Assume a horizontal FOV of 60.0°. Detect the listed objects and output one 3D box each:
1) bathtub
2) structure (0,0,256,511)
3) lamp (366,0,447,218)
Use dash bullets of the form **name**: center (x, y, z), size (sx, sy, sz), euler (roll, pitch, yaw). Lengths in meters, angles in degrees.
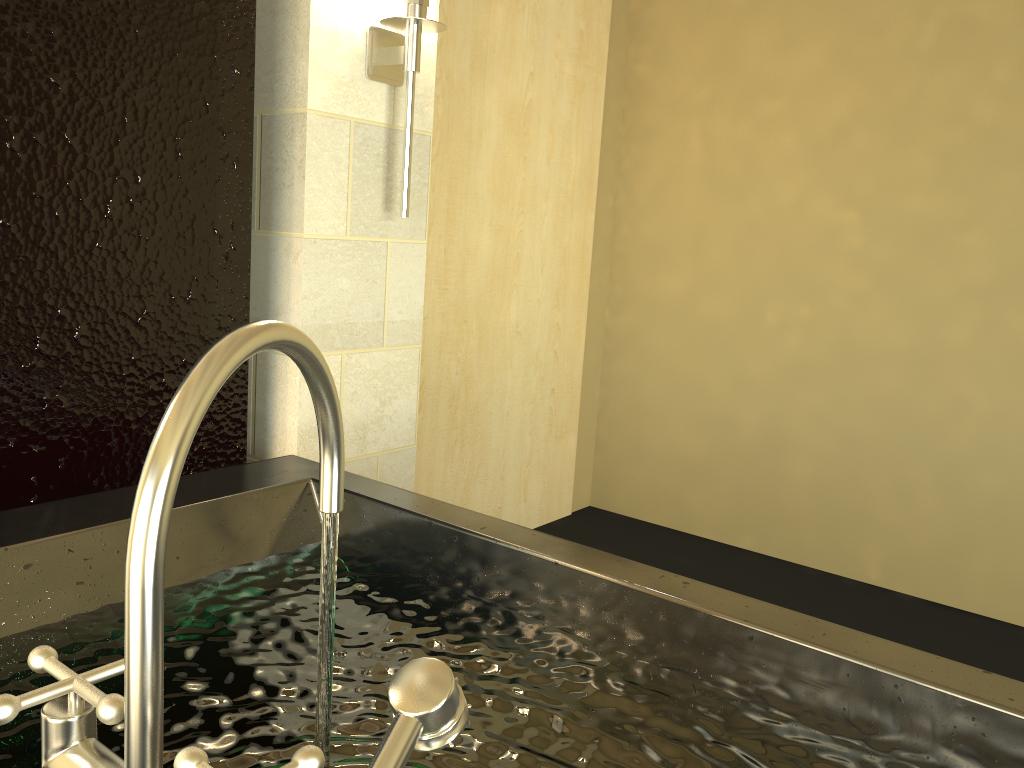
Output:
- **bathtub**: center (0.019, 0.494, 0.962), size (2.135, 1.159, 1.069), euler (11, 12, 36)
- **structure**: center (-0.865, -0.035, 1.985), size (0.094, 2.063, 0.641), euler (10, 11, 36)
- **lamp**: center (-0.266, -0.862, 2.328), size (0.188, 0.835, 0.176), euler (10, 11, 36)
